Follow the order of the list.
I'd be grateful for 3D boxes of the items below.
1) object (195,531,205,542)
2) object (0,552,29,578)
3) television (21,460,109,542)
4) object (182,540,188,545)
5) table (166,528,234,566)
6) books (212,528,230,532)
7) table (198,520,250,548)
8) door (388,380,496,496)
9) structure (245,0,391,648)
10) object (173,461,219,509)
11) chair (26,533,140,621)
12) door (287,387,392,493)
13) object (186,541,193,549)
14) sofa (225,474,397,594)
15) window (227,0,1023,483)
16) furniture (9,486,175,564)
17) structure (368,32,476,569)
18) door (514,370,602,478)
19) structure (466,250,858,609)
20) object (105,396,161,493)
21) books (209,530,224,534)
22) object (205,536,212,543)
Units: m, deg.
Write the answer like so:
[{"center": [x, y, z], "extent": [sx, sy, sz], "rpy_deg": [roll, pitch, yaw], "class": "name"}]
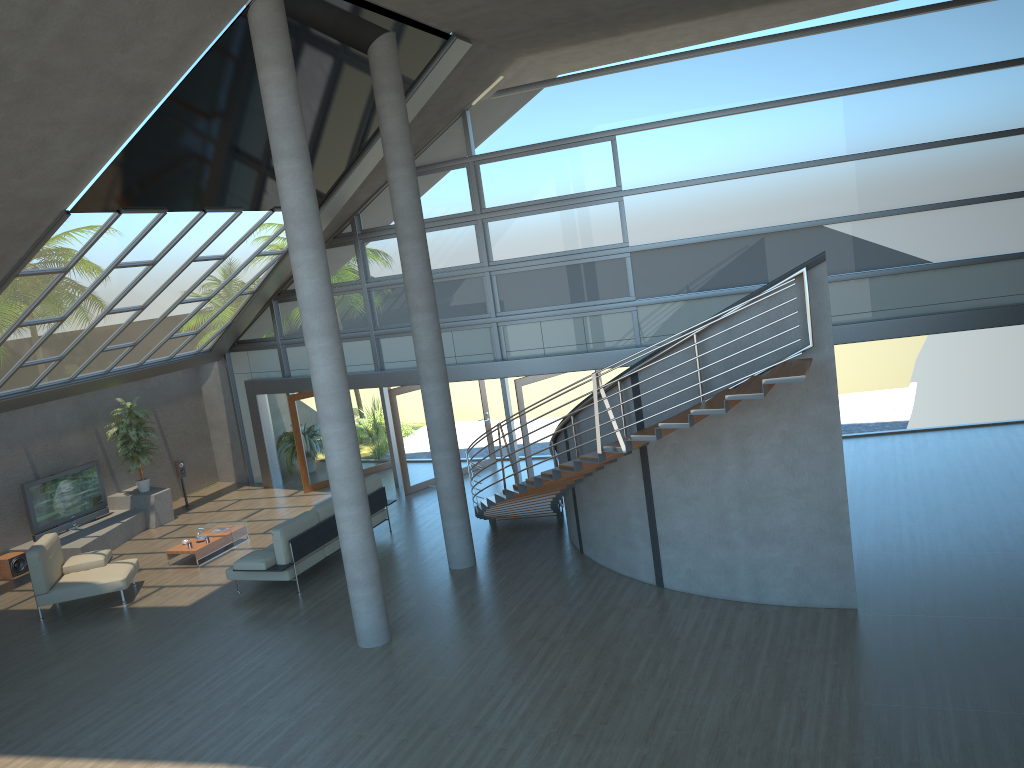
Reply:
[{"center": [-4.972, 2.431, 14.152], "extent": [0.178, 0.161, 0.178], "rpy_deg": [-12, 9, -25], "class": "object"}, {"center": [-8.315, 2.999, 14.697], "extent": [0.425, 0.323, 0.362], "rpy_deg": [-5, 9, 23], "class": "object"}, {"center": [-7.854, 2.066, 15.668], "extent": [0.396, 1.063, 1.568], "rpy_deg": [-5, 9, 23], "class": "television"}, {"center": [-5.201, 2.508, 14.111], "extent": [0.102, 0.086, 0.100], "rpy_deg": [-4, 9, 27], "class": "object"}, {"center": [-4.909, 2.605, 14.334], "extent": [0.600, 0.250, 1.200], "rpy_deg": [-5, 9, 23], "class": "table"}, {"center": [-4.805, 2.408, 14.666], "extent": [0.275, 0.005, 0.189], "rpy_deg": [-7, 8, 6], "class": "books"}, {"center": [-4.767, 2.478, 14.690], "extent": [0.680, 0.342, 0.400], "rpy_deg": [-5, 9, 23], "class": "table"}, {"center": [-1.272, 0.843, 16.840], "extent": [2.298, 1.977, 0.200], "rpy_deg": [-16, 11, -43], "class": "door"}, {"center": [-2.043, -0.611, 9.462], "extent": [0.381, 7.125, 0.382], "rpy_deg": [-5, 9, 23], "class": "structure"}, {"center": [-8.968, 2.580, 16.111], "extent": [7.863, 0.982, 21.345], "rpy_deg": [-4, 9, 26], "class": "object"}, {"center": [-6.110, 2.618, 12.754], "extent": [1.244, 1.023, 1.217], "rpy_deg": [-10, 8, -11], "class": "chair"}, {"center": [-3.347, 0.964, 18.049], "extent": [2.298, 1.977, 0.200], "rpy_deg": [-14, 10, -37], "class": "door"}, {"center": [-5.036, 2.514, 13.850], "extent": [0.085, 0.101, 0.070], "rpy_deg": [-5, 9, 22], "class": "object"}, {"center": [-2.947, 2.162, 13.135], "extent": [1.166, 0.947, 3.079], "rpy_deg": [-5, 9, 23], "class": "sofa"}, {"center": [1.408, -1.676, 15.212], "extent": [16.616, 6.630, 1.098], "rpy_deg": [-5, 9, 21], "class": "window"}, {"center": [-7.222, 2.518, 16.007], "extent": [1.577, 0.610, 2.936], "rpy_deg": [-5, 9, 23], "class": "furniture"}, {"center": [-1.174, -1.040, 11.576], "extent": [0.381, 7.125, 0.382], "rpy_deg": [-12, 9, -23], "class": "structure"}, {"center": [0.958, 0.670, 15.828], "extent": [0.200, 1.977, 2.298], "rpy_deg": [0, 11, 44], "class": "door"}, {"center": [0.946, 0.573, 10.631], "extent": [2.349, 3.653, 6.809], "rpy_deg": [-13, 9, -28], "class": "structure"}, {"center": [-7.126, 1.136, 16.752], "extent": [0.932, 1.857, 0.895], "rpy_deg": [-11, 9, -18], "class": "object"}, {"center": [-4.839, 2.423, 14.627], "extent": [0.275, 0.005, 0.189], "rpy_deg": [-8, 8, 4], "class": "books"}, {"center": [-4.805, 2.457, 14.018], "extent": [0.085, 0.101, 0.070], "rpy_deg": [-15, 10, -38], "class": "object"}]
